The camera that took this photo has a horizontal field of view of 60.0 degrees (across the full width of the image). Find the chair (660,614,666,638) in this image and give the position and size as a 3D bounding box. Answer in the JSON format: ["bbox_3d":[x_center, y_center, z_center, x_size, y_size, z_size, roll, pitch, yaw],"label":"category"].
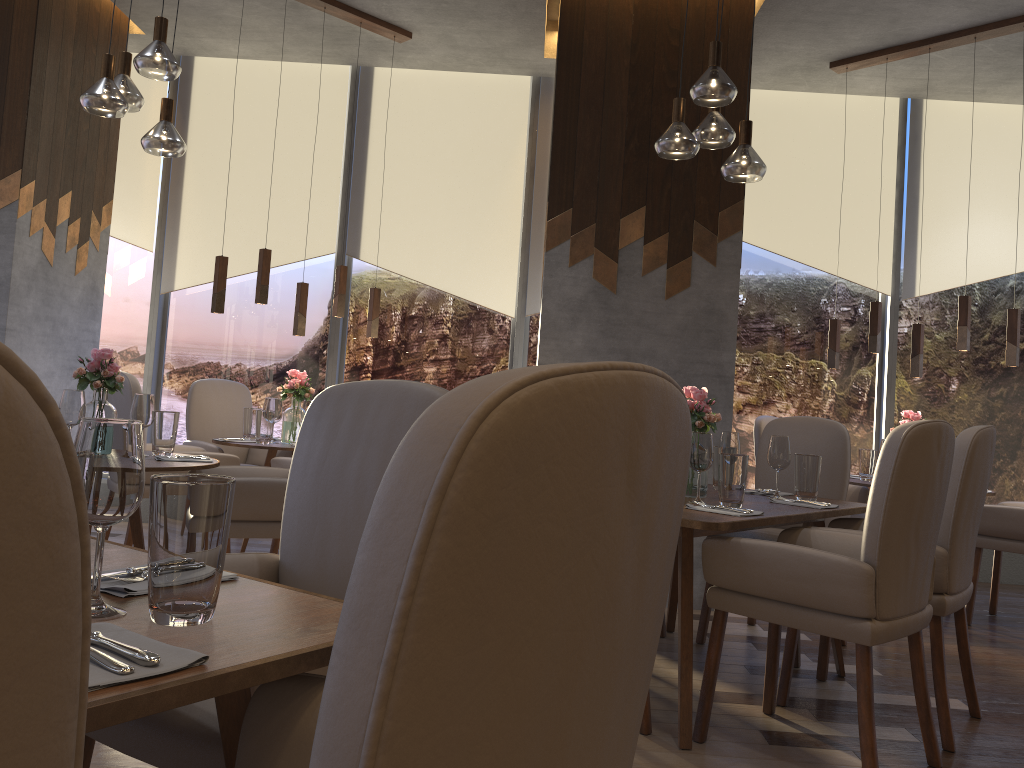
[{"bbox_3d":[0.336,0.577,3.922,0.600,1.002,0.527,1,-4,45],"label":"chair"}]

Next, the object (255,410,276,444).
[{"bbox_3d":[-1.320,0.230,4.726,0.102,0.179,0.102,5,-3,-18],"label":"object"}]

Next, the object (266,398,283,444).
[{"bbox_3d":[-1.302,0.201,4.836,0.092,0.245,0.092,5,-3,-25],"label":"object"}]

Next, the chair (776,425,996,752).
[{"bbox_3d":[1.303,0.622,3.047,0.600,1.002,0.527,2,-3,37],"label":"chair"}]

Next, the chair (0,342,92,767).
[{"bbox_3d":[-0.502,0.439,0.286,0.600,1.002,0.527,2,-3,37],"label":"chair"}]

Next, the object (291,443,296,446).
[{"bbox_3d":[-1.076,0.327,4.739,0.157,0.019,0.255,5,-2,-42],"label":"object"}]

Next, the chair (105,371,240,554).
[{"bbox_3d":[-1.763,0.450,4.519,0.599,1.002,0.528,6,-3,-39],"label":"chair"}]

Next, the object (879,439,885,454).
[{"bbox_3d":[2.136,0.436,5.041,0.092,0.245,0.092,3,-3,24],"label":"object"}]

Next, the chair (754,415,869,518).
[{"bbox_3d":[1.788,0.708,5.398,0.600,1.002,0.527,1,-4,44],"label":"chair"}]

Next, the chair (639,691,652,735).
[{"bbox_3d":[0.090,0.532,2.647,0.528,1.002,0.598,1,-4,44],"label":"chair"}]

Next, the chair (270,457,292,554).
[{"bbox_3d":[-0.865,0.509,4.478,0.527,1.002,0.600,6,-4,-42],"label":"chair"}]

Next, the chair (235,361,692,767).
[{"bbox_3d":[-0.193,0.471,0.762,0.600,1.002,0.527,2,-3,30],"label":"chair"}]

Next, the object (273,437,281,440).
[{"bbox_3d":[-1.415,0.314,5.183,0.255,0.019,0.157,3,-2,44],"label":"object"}]

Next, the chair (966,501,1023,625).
[{"bbox_3d":[2.694,0.748,4.486,0.600,1.002,0.527,1,-4,44],"label":"chair"}]

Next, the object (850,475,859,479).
[{"bbox_3d":[2.093,0.550,5.197,0.255,0.019,0.157,3,-2,44],"label":"object"}]

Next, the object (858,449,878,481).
[{"bbox_3d":[2.025,0.462,5.052,0.102,0.179,0.102,6,-4,-40],"label":"object"}]

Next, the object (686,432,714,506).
[{"bbox_3d":[0.639,0.287,3.015,0.092,0.245,0.092,4,-3,-3],"label":"object"}]

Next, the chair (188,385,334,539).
[{"bbox_3d":[-0.995,0.480,3.553,0.599,1.002,0.528,5,-3,-22],"label":"chair"}]

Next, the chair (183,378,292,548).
[{"bbox_3d":[-1.679,0.475,5.354,0.600,1.002,0.527,1,-4,44],"label":"chair"}]

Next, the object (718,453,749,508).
[{"bbox_3d":[0.745,0.326,2.998,0.102,0.179,0.102,4,-3,-9],"label":"object"}]

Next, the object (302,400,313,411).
[{"bbox_3d":[-1.176,0.216,5.122,0.092,0.245,0.092,3,-3,9],"label":"object"}]

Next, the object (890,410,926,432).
[{"bbox_3d":[2.201,0.352,4.891,0.197,0.416,0.210,5,-3,-21],"label":"object"}]

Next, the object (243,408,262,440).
[{"bbox_3d":[-1.483,0.227,5.039,0.102,0.179,0.102,2,-3,40],"label":"object"}]

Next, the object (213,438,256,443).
[{"bbox_3d":[-1.472,0.302,4.800,0.254,0.019,0.157,5,-2,-44],"label":"object"}]

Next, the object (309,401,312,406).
[{"bbox_3d":[-1.092,0.217,4.910,0.092,0.245,0.092,6,-4,-40],"label":"object"}]

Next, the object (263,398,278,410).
[{"bbox_3d":[-1.372,0.201,5.027,0.092,0.245,0.092,5,-3,-21],"label":"object"}]

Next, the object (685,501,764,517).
[{"bbox_3d":[0.663,0.398,2.846,0.255,0.019,0.157,3,-2,45],"label":"object"}]

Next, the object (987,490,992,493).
[{"bbox_3d":[2.431,0.563,4.765,0.255,0.019,0.157,3,-2,40],"label":"object"}]

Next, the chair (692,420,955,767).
[{"bbox_3d":[0.936,0.588,2.613,0.600,1.002,0.527,1,-4,45],"label":"chair"}]

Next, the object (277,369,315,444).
[{"bbox_3d":[-1.218,0.125,4.999,0.210,0.416,0.197,3,-3,14],"label":"object"}]

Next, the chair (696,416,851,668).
[{"bbox_3d":[1.174,0.633,3.890,0.528,1.002,0.598,2,-3,39],"label":"chair"}]

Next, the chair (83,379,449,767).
[{"bbox_3d":[-0.424,0.474,1.599,0.528,1.002,0.598,2,-3,32],"label":"chair"}]
